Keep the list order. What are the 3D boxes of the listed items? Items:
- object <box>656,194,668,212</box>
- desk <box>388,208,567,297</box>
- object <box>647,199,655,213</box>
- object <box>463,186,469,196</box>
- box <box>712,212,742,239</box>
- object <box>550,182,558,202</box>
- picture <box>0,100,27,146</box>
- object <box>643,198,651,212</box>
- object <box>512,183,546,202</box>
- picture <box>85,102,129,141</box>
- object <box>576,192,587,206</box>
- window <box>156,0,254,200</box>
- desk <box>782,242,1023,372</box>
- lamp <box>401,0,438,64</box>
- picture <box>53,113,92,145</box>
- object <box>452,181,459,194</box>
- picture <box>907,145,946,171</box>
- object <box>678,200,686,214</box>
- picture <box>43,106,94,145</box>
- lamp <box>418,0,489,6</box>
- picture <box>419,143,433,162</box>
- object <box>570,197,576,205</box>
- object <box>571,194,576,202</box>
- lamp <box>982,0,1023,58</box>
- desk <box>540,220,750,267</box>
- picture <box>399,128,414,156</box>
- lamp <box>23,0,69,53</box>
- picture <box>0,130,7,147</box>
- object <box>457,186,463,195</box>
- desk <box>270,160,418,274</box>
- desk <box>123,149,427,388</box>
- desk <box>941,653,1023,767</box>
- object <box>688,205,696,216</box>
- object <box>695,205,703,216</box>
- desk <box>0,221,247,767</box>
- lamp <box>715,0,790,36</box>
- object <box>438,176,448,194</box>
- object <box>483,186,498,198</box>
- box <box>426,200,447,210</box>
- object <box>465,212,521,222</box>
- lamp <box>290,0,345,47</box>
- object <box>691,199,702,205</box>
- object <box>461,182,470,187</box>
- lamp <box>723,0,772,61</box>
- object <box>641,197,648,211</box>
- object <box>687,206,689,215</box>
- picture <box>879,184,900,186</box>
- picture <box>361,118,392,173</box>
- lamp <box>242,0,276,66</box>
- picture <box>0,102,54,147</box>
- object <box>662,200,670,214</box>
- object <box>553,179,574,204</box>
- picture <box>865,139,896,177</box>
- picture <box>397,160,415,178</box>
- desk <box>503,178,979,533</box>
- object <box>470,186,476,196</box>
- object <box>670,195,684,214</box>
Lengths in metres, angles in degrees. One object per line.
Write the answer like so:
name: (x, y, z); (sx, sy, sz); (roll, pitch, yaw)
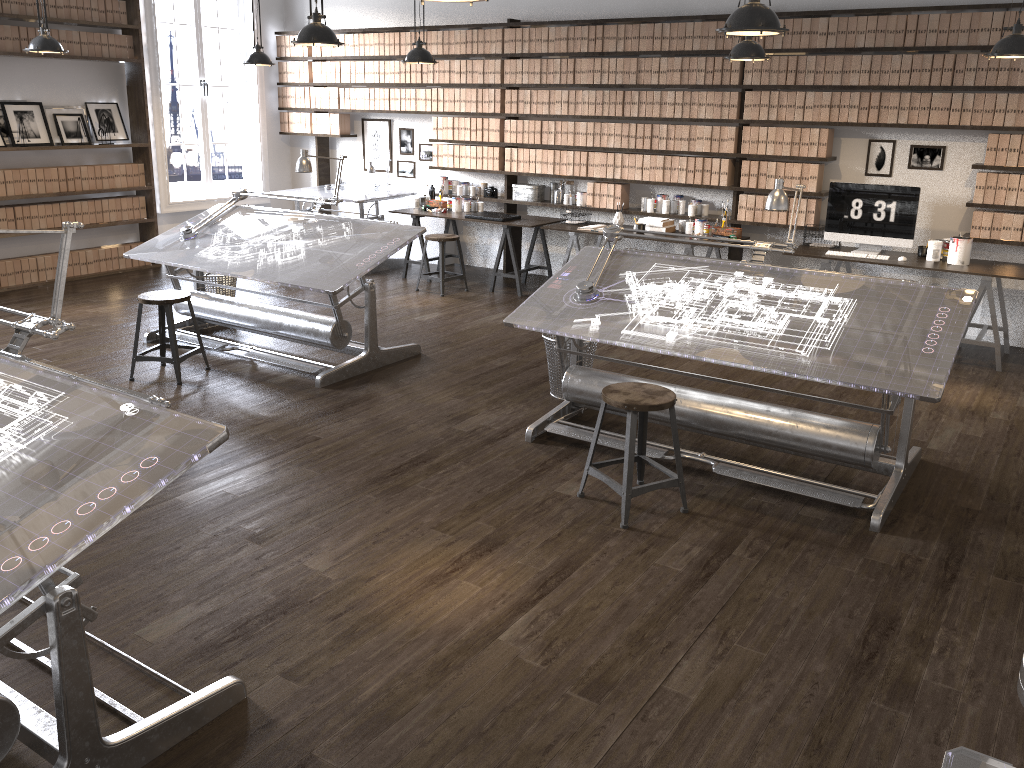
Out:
object: (1.339, -1.612, 7.918); (0.095, 0.160, 0.095); (10, 18, 28)
desk: (-0.351, -1.316, 8.646); (1.676, 0.661, 0.661); (12, 20, 32)
object: (1.235, -1.585, 7.880); (0.062, 0.118, 0.062); (-1, 16, -7)
object: (-0.465, -1.963, 9.006); (0.063, 0.092, 0.064); (6, 17, 18)
box: (1.779, -1.310, 7.314); (0.213, 0.204, 0.139); (12, 19, 32)
object: (0.406, -1.860, 8.600); (0.079, 0.186, 0.080); (4, 16, 12)
picture: (-4.509, -2.343, 7.962); (0.091, 0.400, 0.373); (11, 19, 32)
object: (1.214, -1.606, 7.944); (0.063, 0.116, 0.063); (-3, 16, -15)
object: (0.162, -1.871, 8.656); (0.318, 0.150, 0.194); (12, 20, 31)
picture: (-3.973, -2.574, 8.690); (0.161, 0.359, 0.346); (11, 19, 32)
object: (0.654, -1.736, 8.314); (0.095, 0.126, 0.094); (14, 20, 38)
window: (-3.308, -3.134, 9.445); (0.154, 2.279, 1.256); (11, 18, 32)
desk: (2.906, -0.598, 6.579); (1.676, 0.661, 0.661); (12, 20, 32)
lamp: (-0.745, -3.732, 7.054); (0.311, 2.223, 0.316); (5, 15, 12)
picture: (-4.169, -2.415, 8.399); (0.127, 0.287, 0.292); (11, 19, 32)
object: (-0.582, -2.032, 9.141); (0.070, 0.129, 0.071); (-4, 16, -18)
picture: (3.178, -1.736, 6.788); (0.252, 0.181, 0.023); (12, 18, 32)
object: (1.495, -1.555, 7.799); (0.062, 0.118, 0.062); (2, 16, 1)
picture: (-4.210, -2.452, 8.403); (0.095, 0.356, 0.438); (11, 19, 32)
lamp: (-0.182, -2.258, 2.442); (0.314, 2.236, 0.314); (-8, 18, -31)
picture: (-0.887, -2.460, 9.411); (0.252, 0.181, 0.023); (12, 18, 32)
object: (0.616, -1.743, 8.387); (0.182, 0.092, 0.062); (-14, 22, -41)
object: (0.589, -1.758, 8.423); (0.062, 0.092, 0.064); (0, 16, -5)
lamp: (2.874, -2.936, 4.757); (0.314, 2.223, 0.314); (-8, 18, -31)
desk: (1.121, -0.992, 7.712); (1.676, 0.661, 0.661); (12, 20, 32)
picture: (-1.133, -2.612, 9.544); (0.202, 0.281, 0.022); (11, 18, 31)
lamp: (-3.507, -3.587, 6.422); (0.311, 2.223, 0.316); (5, 15, 12)
picture: (-4.600, -2.173, 7.714); (0.145, 0.226, 0.302); (11, 19, 32)
object: (-0.531, -1.972, 9.030); (0.062, 0.093, 0.062); (6, 17, 18)
desk: (-1.727, -1.817, 9.431); (1.274, 1.084, 1.081); (12, 19, 32)
desk: (-1.691, -0.942, 6.192); (2.290, 1.369, 1.086); (12, 19, 32)
desk: (1.241, 0.947, 0.392); (2.078, 1.369, 1.086); (12, 19, 32)
object: (1.559, -1.503, 7.671); (0.062, 0.094, 0.062); (-6, 17, -24)
object: (1.622, -1.508, 7.693); (0.063, 0.093, 0.064); (-6, 17, -24)
desk: (-1.746, 0.212, 2.534); (2.078, 1.369, 1.086); (12, 19, 32)
lamp: (1.054, -2.583, 3.527); (0.314, 2.223, 0.314); (-8, 18, -31)
object: (-0.709, -2.050, 9.131); (0.107, 0.174, 0.108); (12, 19, 33)
object: (-0.225, -1.922, 8.863); (0.171, 0.107, 0.092); (12, 19, 32)
box: (-0.747, -1.806, 8.932); (0.213, 0.082, 0.139); (12, 20, 31)
object: (-0.179, -1.571, 8.319); (0.447, 0.033, 0.315); (12, 21, 32)
lamp: (-1.118, -3.061, 4.905); (0.314, 2.223, 0.313); (-10, 18, -35)
object: (1.626, -1.559, 7.812); (0.094, 0.128, 0.096); (7, 17, 20)
object: (-0.480, -2.014, 9.124); (0.094, 0.126, 0.096); (-7, 18, -25)
lamp: (1.578, -3.221, 5.580); (0.314, 2.223, 0.314); (-8, 18, -31)
object: (1.201, -1.627, 8.008); (0.062, 0.118, 0.062); (-3, 16, -15)
object: (1.566, -1.519, 7.757); (0.054, 0.080, 0.055); (8, 17, 22)
picture: (2.984, -1.478, 6.988); (0.252, 0.181, 0.023); (12, 18, 32)
picture: (-1.488, -2.631, 9.771); (0.417, 0.567, 0.040); (11, 18, 32)
lamp: (-2.371, -4.089, 8.081); (0.311, 2.223, 0.316); (5, 15, 12)
picture: (-4.396, -2.357, 8.037); (0.149, 0.386, 0.377); (11, 19, 32)
object: (1.358, -1.560, 7.806); (0.062, 0.118, 0.062); (2, 16, 1)
object: (0.482, -1.861, 8.450); (0.181, 0.268, 0.158); (6, 16, 17)
picture: (2.900, -1.778, 6.971); (0.202, 0.281, 0.022); (11, 18, 31)
picture: (-1.148, -2.334, 9.624); (0.252, 0.181, 0.023); (12, 18, 32)
desk: (1.105, -0.327, 4.418); (2.078, 1.369, 1.086); (12, 19, 32)
object: (-0.400, -1.957, 8.990); (0.062, 0.093, 0.062); (6, 17, 18)
object: (1.453, -1.591, 7.859); (0.094, 0.160, 0.207); (12, 20, 33)
